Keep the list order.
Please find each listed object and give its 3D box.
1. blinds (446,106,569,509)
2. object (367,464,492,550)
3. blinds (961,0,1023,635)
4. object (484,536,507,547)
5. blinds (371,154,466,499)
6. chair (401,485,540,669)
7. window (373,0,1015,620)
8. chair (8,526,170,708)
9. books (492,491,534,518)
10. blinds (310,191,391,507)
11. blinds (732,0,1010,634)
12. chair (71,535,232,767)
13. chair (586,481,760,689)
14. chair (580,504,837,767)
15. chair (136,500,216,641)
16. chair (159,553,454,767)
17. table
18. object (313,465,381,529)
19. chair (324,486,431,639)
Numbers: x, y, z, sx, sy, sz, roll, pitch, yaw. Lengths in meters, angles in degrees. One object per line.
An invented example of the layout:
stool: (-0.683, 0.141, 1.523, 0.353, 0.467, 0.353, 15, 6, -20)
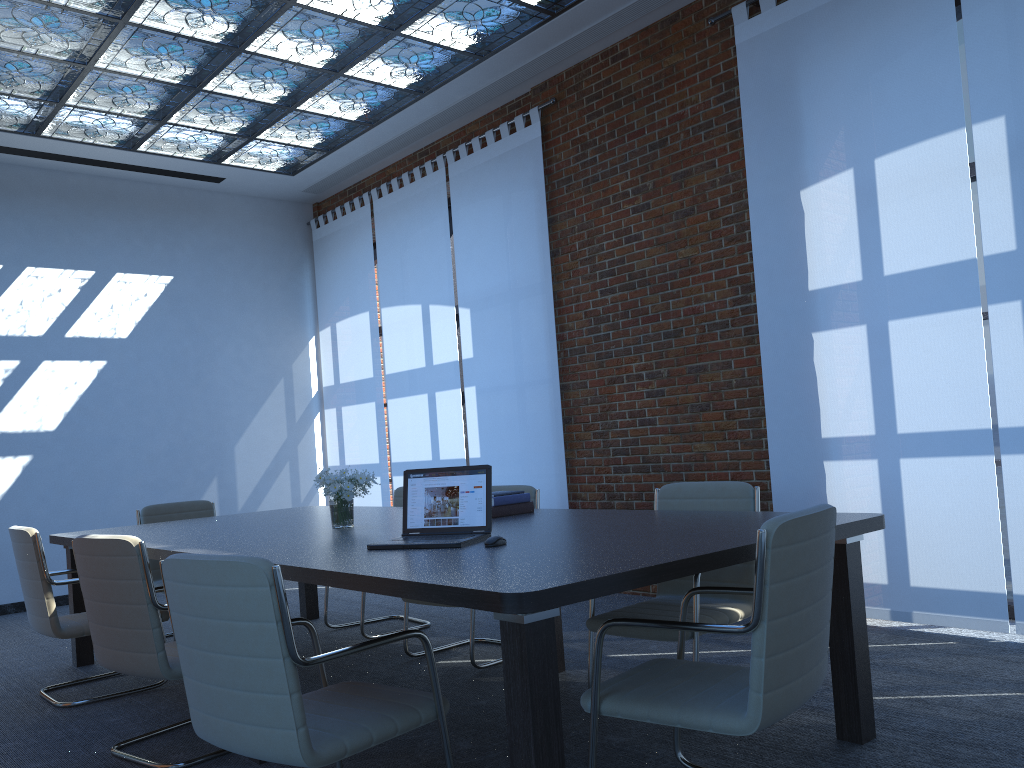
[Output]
blinds: (-0.045, -0.250, 7.347, 0.039, 3.752, 1.221, -3, -2, -40)
object: (-0.310, 0.465, 3.363, 0.391, 0.282, 0.323, -5, -3, 23)
blinds: (2.809, -0.684, 3.981, 0.039, 3.752, 1.322, -3, -2, -40)
object: (-0.061, 0.555, 3.132, 0.059, 0.034, 0.101, -6, -4, 30)
blinds: (-0.863, -0.125, 8.311, 0.039, 3.752, 1.221, -3, -2, -40)
chair: (-0.223, 1.057, 4.982, 0.561, 0.922, 0.706, -6, -3, 43)
window: (1.452, -0.312, 6.439, 0.160, 3.603, 9.645, -3, -4, -40)
chair: (-2.273, 1.193, 4.782, 0.706, 0.922, 0.561, -2, -3, -40)
books: (-0.080, 0.606, 4.483, 0.294, 0.114, 0.255, -1, -5, -42)
blinds: (-1.687, 0.001, 9.283, 0.039, 3.752, 1.221, -3, -2, -40)
blinds: (1.943, -0.552, 5.002, 0.039, 3.752, 1.318, -3, -2, -40)
chair: (-1.390, 1.058, 3.740, 0.561, 0.922, 0.706, -6, -3, 38)
chair: (0.713, 0.915, 3.879, 0.561, 0.922, 0.706, -6, -3, 44)
chair: (0.607, 0.841, 2.672, 0.708, 0.922, 0.560, -6, -3, 38)
chair: (-2.156, 1.271, 6.065, 0.559, 0.922, 0.708, -2, -3, -40)
chair: (-0.593, 0.927, 2.654, 0.561, 0.922, 0.706, -6, -3, 38)
table: (-0.719, 1.108, 4.361, 1.808, 0.809, 4.515, -1, -5, -40)
object: (-0.841, 0.560, 4.419, 0.328, 0.309, 0.337, -3, -3, -30)
chair: (-0.884, 1.169, 5.917, 0.706, 0.922, 0.561, -2, -3, -37)
